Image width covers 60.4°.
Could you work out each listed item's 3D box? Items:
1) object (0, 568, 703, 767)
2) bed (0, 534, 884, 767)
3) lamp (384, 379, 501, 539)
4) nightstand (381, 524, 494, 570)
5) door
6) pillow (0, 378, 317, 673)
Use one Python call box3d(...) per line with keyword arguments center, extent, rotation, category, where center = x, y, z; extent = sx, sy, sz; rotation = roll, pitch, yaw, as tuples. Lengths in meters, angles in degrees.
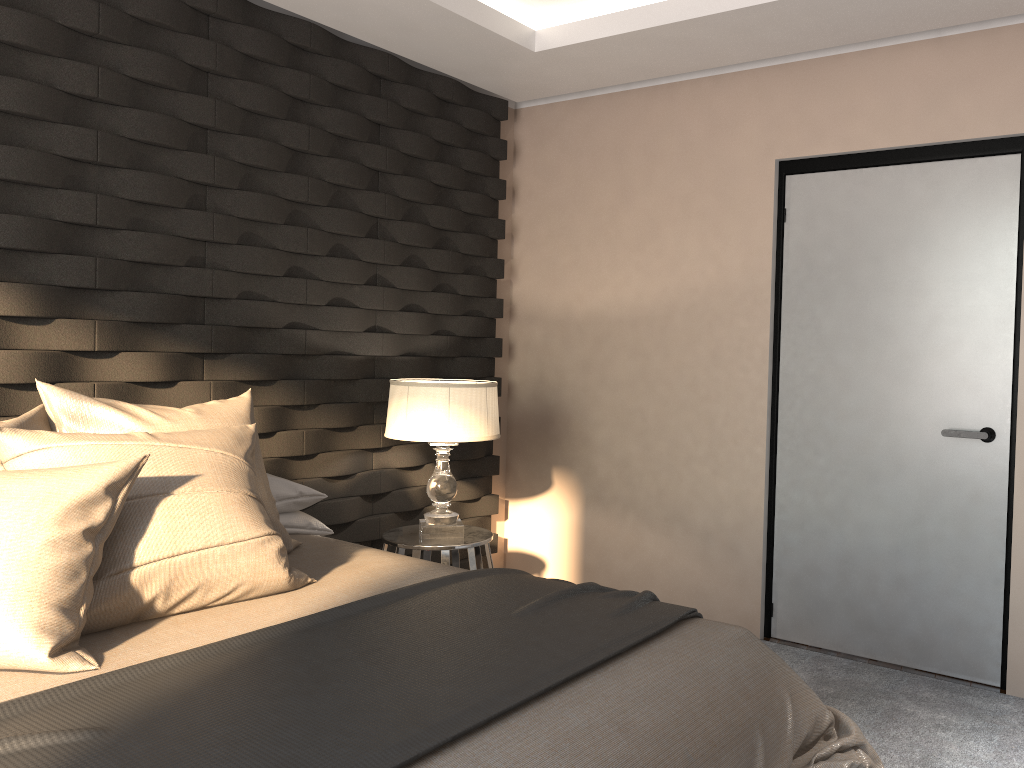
box3d(center=(-0.275, 0.675, 1.681), extent=(0.588, 0.322, 2.156), rotation=(3, 3, 37), category="object")
box3d(center=(-0.632, 0.833, 1.934), extent=(2.178, 0.624, 2.409), rotation=(3, 3, 37), category="bed")
box3d(center=(-0.283, 0.302, 3.594), extent=(0.469, 0.630, 0.463), rotation=(1, 2, -2), category="lamp")
box3d(center=(-0.315, 0.852, 3.610), extent=(0.640, 0.472, 0.602), rotation=(1, 2, -15), category="nightstand")
box3d(center=(1.543, 0.095, 3.611), extent=(0.949, 2.092, 0.162), rotation=(3, 2, 36), category="door")
box3d(center=(-0.948, 0.260, 2.100), extent=(0.854, 0.518, 1.323), rotation=(3, 3, 38), category="pillow")
